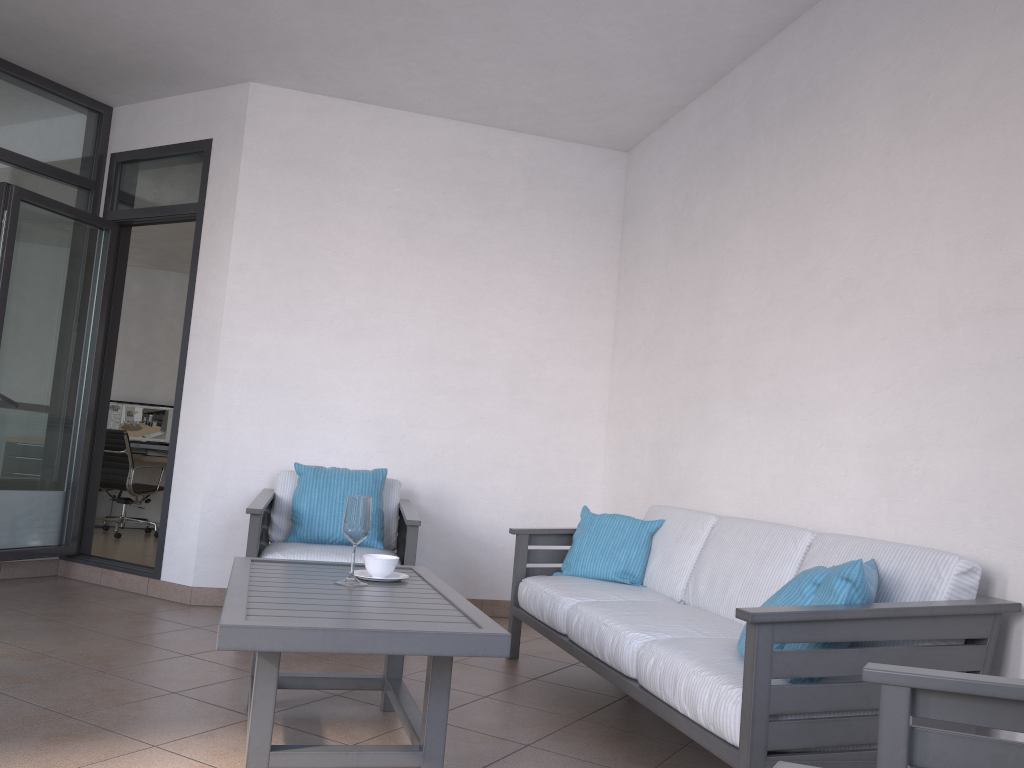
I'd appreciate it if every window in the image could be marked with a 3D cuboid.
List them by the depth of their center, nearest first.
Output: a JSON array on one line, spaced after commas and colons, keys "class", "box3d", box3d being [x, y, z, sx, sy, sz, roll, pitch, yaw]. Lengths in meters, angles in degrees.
[{"class": "window", "box3d": [-3.894, -0.841, 3.337, 0.170, 2.402, 5.002, 2, -6, 30]}]

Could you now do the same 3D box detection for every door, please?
[{"class": "door", "box3d": [-2.354, -0.215, 4.936, 0.905, 2.500, 0.924, 2, -6, 30]}]

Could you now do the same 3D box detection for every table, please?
[{"class": "table", "box3d": [-0.532, 0.869, 2.736, 0.710, 0.473, 1.260, 6, -5, -15]}]

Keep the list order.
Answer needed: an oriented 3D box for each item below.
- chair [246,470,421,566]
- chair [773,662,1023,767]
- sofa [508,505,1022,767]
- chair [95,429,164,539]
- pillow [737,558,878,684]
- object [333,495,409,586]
[{"class": "chair", "box3d": [-0.909, 0.842, 4.473, 0.797, 0.765, 0.807, 6, -5, -10]}, {"class": "chair", "box3d": [0.796, 0.690, 1.079, 0.807, 0.765, 0.797, 2, -6, 30]}, {"class": "sofa", "box3d": [0.649, 0.869, 3.256, 0.807, 0.765, 2.161, 6, -5, -15]}, {"class": "chair", "box3d": [-3.680, 0.944, 8.503, 0.664, 0.991, 0.699, 1, -6, 35]}, {"class": "pillow", "box3d": [0.834, 0.652, 2.532, 0.377, 0.370, 0.543, 3, -6, 25]}, {"class": "object", "box3d": [-0.485, 0.521, 3.014, 0.203, 0.284, 0.337, 1, -6, 35]}]
